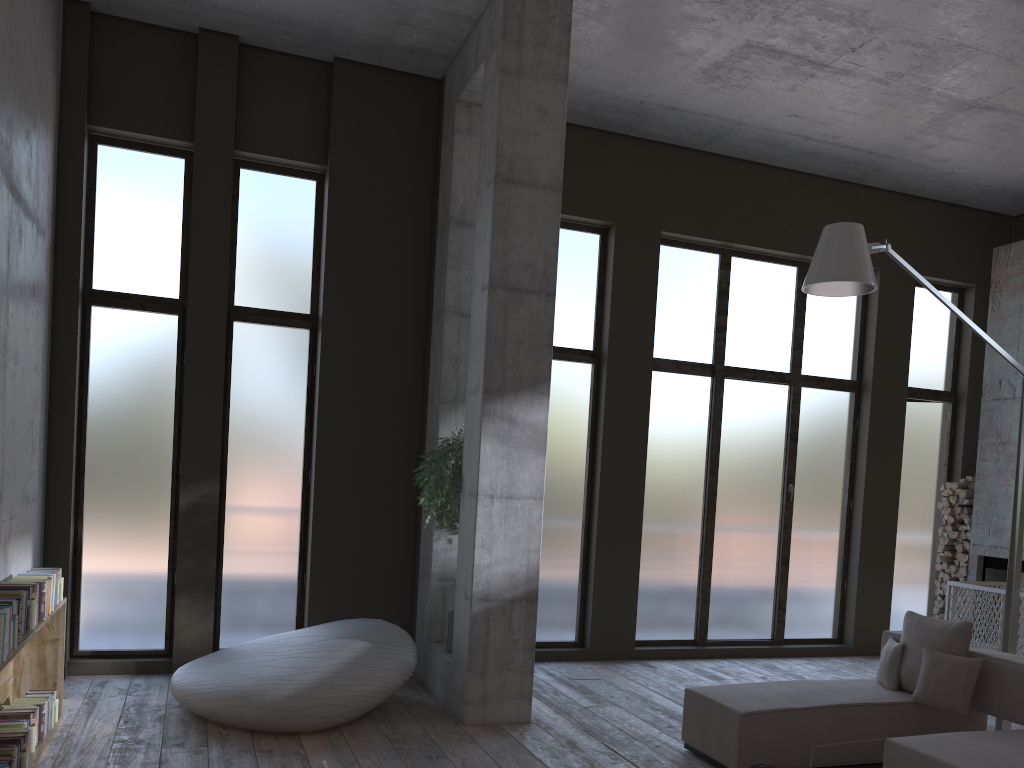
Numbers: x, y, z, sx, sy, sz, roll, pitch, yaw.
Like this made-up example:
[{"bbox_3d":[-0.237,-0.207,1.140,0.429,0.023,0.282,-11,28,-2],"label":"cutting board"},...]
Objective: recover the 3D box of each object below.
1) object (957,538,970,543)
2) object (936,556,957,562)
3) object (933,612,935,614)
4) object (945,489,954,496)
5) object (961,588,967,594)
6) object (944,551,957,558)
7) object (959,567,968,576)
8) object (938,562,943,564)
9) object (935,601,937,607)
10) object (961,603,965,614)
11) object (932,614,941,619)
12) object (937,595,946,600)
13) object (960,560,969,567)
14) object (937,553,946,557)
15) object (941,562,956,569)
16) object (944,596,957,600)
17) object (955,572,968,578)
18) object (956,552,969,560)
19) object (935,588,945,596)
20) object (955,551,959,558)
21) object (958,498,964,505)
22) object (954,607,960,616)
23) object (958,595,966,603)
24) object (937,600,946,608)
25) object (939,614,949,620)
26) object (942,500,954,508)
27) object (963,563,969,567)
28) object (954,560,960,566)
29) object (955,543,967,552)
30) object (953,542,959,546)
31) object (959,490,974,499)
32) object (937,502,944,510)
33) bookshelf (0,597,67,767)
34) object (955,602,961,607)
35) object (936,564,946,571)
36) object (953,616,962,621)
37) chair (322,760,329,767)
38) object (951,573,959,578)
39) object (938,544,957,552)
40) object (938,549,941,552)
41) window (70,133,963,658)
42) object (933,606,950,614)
[{"bbox_3d":[5.143,1.760,9.828,0.333,0.057,0.089,5,-4,-19],"label":"object"},{"bbox_3d":[5.024,1.998,9.983,0.424,0.073,0.071,5,-2,-19],"label":"object"},{"bbox_3d":[5.054,2.622,10.122,0.424,0.071,0.067,5,-2,-19],"label":"object"},{"bbox_3d":[5.109,1.241,9.931,0.436,0.080,0.113,6,-4,-21],"label":"object"},{"bbox_3d":[5.204,2.316,9.768,0.436,0.079,0.115,6,-4,-21],"label":"object"},{"bbox_3d":[5.138,1.950,9.997,0.436,0.079,0.115,5,-4,-19],"label":"object"},{"bbox_3d":[5.098,2.078,9.710,0.293,0.103,0.101,5,-2,-21],"label":"object"},{"bbox_3d":[5.081,2.043,10.070,0.426,0.085,0.066,5,-1,-17],"label":"object"},{"bbox_3d":[5.027,2.523,10.049,0.424,0.067,0.067,6,-3,-21],"label":"object"},{"bbox_3d":[5.148,2.500,9.730,0.365,0.126,0.063,5,0,-18],"label":"object"},{"bbox_3d":[5.028,2.686,10.106,0.364,0.068,0.122,6,-5,-21],"label":"object"},{"bbox_3d":[5.077,2.499,10.136,0.365,0.118,0.070,5,-1,-20],"label":"object"},{"bbox_3d":[5.189,2.011,9.783,0.424,0.067,0.067,5,-3,-19],"label":"object"},{"bbox_3d":[5.069,1.970,10.077,0.364,0.068,0.122,6,-5,-21],"label":"object"},{"bbox_3d":[5.121,2.078,10.017,0.456,0.089,0.091,5,-3,-19],"label":"object"},{"bbox_3d":[5.101,2.430,9.919,0.436,0.079,0.115,6,-4,-21],"label":"object"},{"bbox_3d":[5.153,2.139,9.821,0.364,0.068,0.122,5,-5,-19],"label":"object"},{"bbox_3d":[5.184,1.937,9.823,0.438,0.094,0.092,5,-2,-19],"label":"object"},{"bbox_3d":[5.077,2.396,10.116,0.438,0.107,0.079,5,-1,-20],"label":"object"},{"bbox_3d":[5.183,1.930,9.905,0.363,0.087,0.101,5,-3,-19],"label":"object"},{"bbox_3d":[5.172,1.323,9.812,0.424,0.067,0.067,6,-3,-21],"label":"object"},{"bbox_3d":[5.071,2.549,9.844,0.295,0.107,0.098,5,-2,-21],"label":"object"},{"bbox_3d":[5.180,2.394,9.756,0.481,0.084,0.093,5,-3,-19],"label":"object"},{"bbox_3d":[5.051,2.506,9.976,0.481,0.084,0.093,6,-3,-21],"label":"object"},{"bbox_3d":[5.098,2.666,10.026,0.436,0.079,0.115,5,-4,-19],"label":"object"},{"bbox_3d":[5.098,1.370,9.961,0.456,0.090,0.091,6,-3,-21],"label":"object"},{"bbox_3d":[5.104,2.002,9.700,0.251,0.048,0.063,6,-4,-21],"label":"object"},{"bbox_3d":[5.161,2.019,9.859,0.424,0.067,0.067,5,-3,-19],"label":"object"},{"bbox_3d":[5.112,1.833,9.815,0.295,0.107,0.098,5,-2,-21],"label":"object"},{"bbox_3d":[5.145,1.807,9.895,0.360,0.074,0.064,5,-2,-18],"label":"object"},{"bbox_3d":[5.184,1.239,9.769,0.438,0.093,0.093,6,-3,-21],"label":"object"},{"bbox_3d":[5.071,1.402,10.046,0.438,0.092,0.091,6,-3,-21],"label":"object"},{"bbox_3d":[-2.186,1.565,3.218,0.304,0.799,5.331,3,-6,-20],"label":"bookshelf"},{"bbox_3d":[5.103,2.477,9.857,0.333,0.057,0.089,5,-4,-19],"label":"object"},{"bbox_3d":[5.086,2.114,10.098,0.438,0.092,0.091,5,-2,-19],"label":"object"},{"bbox_3d":[5.144,2.653,9.852,0.438,0.094,0.092,5,-2,-19],"label":"object"},{"bbox_3d":[0.005,1.325,1.637,0.724,1.196,0.347,3,2,-20],"label":"chair"},{"bbox_3d":[5.121,2.162,9.919,0.360,0.074,0.064,6,-2,-22],"label":"object"},{"bbox_3d":[5.089,1.878,10.026,0.456,0.089,0.091,5,-3,-18],"label":"object"},{"bbox_3d":[5.095,1.905,10.093,0.424,0.071,0.067,5,-2,-19],"label":"object"},{"bbox_3d":[0.828,0.552,8.671,9.234,4.183,0.208,5,1,-21],"label":"window"},{"bbox_3d":[5.048,2.595,10.055,0.456,0.089,0.091,5,-3,-18],"label":"object"}]
